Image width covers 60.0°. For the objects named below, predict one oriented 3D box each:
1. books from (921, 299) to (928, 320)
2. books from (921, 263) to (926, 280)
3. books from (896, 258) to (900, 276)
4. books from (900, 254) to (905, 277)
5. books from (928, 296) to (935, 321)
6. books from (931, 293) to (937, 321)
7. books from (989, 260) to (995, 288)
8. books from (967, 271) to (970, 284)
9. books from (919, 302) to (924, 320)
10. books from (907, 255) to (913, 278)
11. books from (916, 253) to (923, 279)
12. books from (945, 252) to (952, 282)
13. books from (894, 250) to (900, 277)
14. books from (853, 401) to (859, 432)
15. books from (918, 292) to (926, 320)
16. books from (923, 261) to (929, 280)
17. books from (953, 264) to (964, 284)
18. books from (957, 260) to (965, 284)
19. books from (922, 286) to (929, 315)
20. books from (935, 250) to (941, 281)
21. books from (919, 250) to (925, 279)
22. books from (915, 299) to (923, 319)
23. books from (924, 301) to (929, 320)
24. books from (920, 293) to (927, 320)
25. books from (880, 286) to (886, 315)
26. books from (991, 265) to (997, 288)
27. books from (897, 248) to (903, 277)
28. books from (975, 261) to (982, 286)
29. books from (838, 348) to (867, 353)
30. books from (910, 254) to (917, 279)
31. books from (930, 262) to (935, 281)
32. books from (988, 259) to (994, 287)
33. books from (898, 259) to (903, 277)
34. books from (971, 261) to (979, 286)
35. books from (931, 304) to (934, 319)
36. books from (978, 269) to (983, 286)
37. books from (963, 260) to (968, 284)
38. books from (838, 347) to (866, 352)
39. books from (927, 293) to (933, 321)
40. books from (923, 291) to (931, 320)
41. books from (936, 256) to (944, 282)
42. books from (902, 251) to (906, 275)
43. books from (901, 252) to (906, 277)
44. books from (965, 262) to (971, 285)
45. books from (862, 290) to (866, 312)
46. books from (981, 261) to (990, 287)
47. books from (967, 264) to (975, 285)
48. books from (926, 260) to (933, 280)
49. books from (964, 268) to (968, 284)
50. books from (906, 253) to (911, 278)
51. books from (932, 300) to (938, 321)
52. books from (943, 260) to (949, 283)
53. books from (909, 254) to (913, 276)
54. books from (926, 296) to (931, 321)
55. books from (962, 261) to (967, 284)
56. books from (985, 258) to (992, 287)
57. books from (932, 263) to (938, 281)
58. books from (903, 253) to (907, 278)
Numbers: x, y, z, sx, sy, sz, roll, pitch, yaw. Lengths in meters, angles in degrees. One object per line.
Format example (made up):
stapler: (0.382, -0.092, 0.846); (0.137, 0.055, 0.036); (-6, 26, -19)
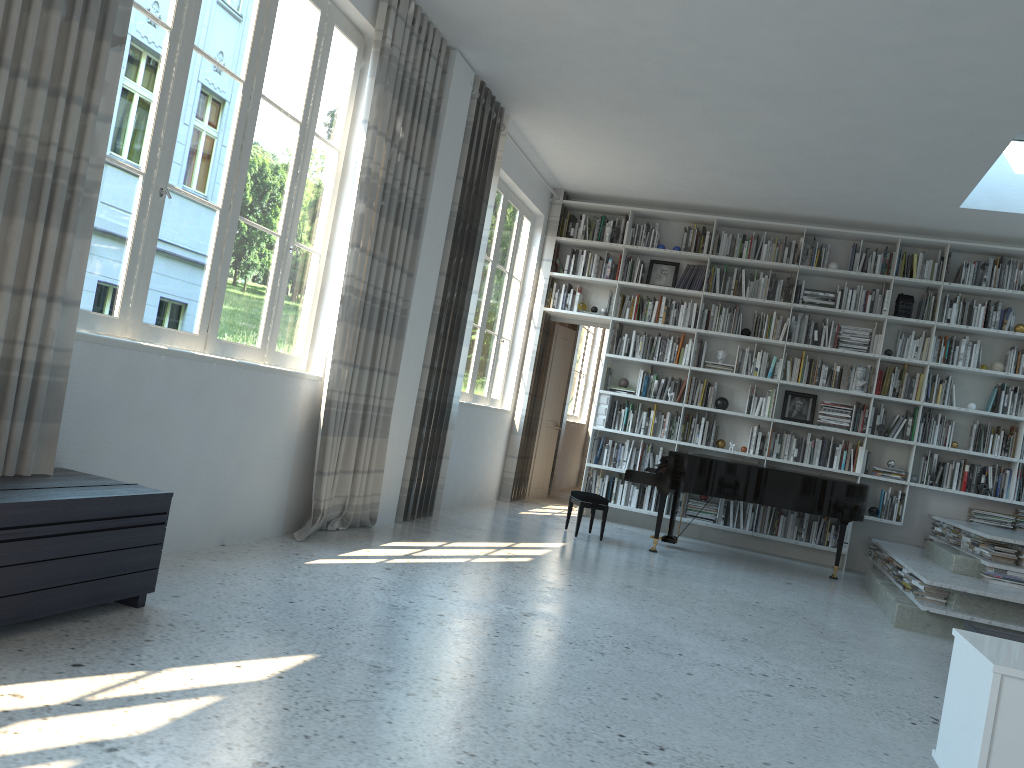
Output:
books: (3.821, -0.668, 8.247); (0.024, 0.217, 0.169); (10, -1, 16)
books: (3.814, -1.022, 8.256); (0.022, 0.180, 0.173); (10, -1, 16)
books: (3.616, -1.067, 8.342); (0.016, 0.204, 0.143); (10, -1, 16)
books: (3.641, -1.082, 8.298); (0.007, 0.239, 0.191); (10, -1, 16)
books: (3.868, -0.677, 8.207); (0.013, 0.248, 0.186); (10, -1, 16)
books: (3.905, -0.692, 8.233); (0.005, 0.292, 0.130); (10, -1, 16)
books: (4.378, -0.980, 8.117); (0.007, 0.285, 0.159); (10, -1, 16)
books: (4.189, -0.971, 8.177); (0.009, 0.205, 0.146); (10, -1, 16)
books: (3.800, -0.662, 8.264); (0.022, 0.199, 0.143); (10, -1, 16)
books: (3.705, -1.068, 8.287); (0.015, 0.233, 0.171); (10, -1, 16)
books: (3.794, -1.073, 8.287); (0.030, 0.274, 0.151); (10, -1, 16)
books: (4.016, -1.051, 8.196); (0.019, 0.304, 0.176); (10, -1, 16)
books: (3.605, -1.107, 8.325); (0.008, 0.278, 0.170); (10, -1, 16)
books: (3.234, 0.311, 8.365); (0.011, 0.299, 0.130); (10, -1, 16)
books: (3.790, -0.702, 8.228); (0.021, 0.272, 0.190); (10, -1, 16)
books: (3.838, -1.029, 8.251); (0.024, 0.201, 0.180); (10, -1, 16)
books: (4.104, -0.986, 8.170); (0.046, 0.206, 0.183); (10, -1, 16)
books: (4.135, -1.000, 8.169); (0.009, 0.244, 0.173); (10, -1, 16)
books: (3.827, -0.729, 8.250); (0.025, 0.339, 0.143); (10, -1, 16)
books: (3.948, -1.074, 8.250); (0.012, 0.329, 0.128); (10, -1, 16)
books: (3.810, -1.082, 8.265); (0.010, 0.297, 0.167); (10, -1, 16)
books: (3.787, -0.672, 8.261); (0.019, 0.213, 0.156); (10, -1, 16)
books: (3.842, -0.662, 8.238); (0.013, 0.210, 0.140); (10, -1, 16)
books: (3.809, -0.698, 8.237); (0.022, 0.272, 0.181); (10, -1, 16)
books: (3.486, -0.764, 8.361); (0.010, 0.299, 0.133); (10, -1, 16)
books: (4.380, -0.953, 8.095); (0.018, 0.231, 0.160); (10, -1, 16)
books: (3.630, -1.113, 8.323); (0.007, 0.298, 0.181); (10, -1, 16)
books: (4.261, -0.985, 8.144); (0.021, 0.256, 0.169); (10, -1, 16)
books: (3.213, -0.306, 8.390); (0.254, 0.012, 0.161); (10, -2, 12)
books: (3.747, -1.071, 8.278); (0.054, 0.254, 0.191); (10, -1, 16)
books: (3.896, -1.020, 8.251); (0.025, 0.203, 0.162); (10, -1, 16)
books: (4.364, -0.987, 8.127); (0.017, 0.295, 0.139); (10, -1, 16)
books: (3.634, -1.058, 8.325); (0.015, 0.192, 0.160); (10, -1, 16)
books: (4.236, -0.989, 8.149); (0.030, 0.255, 0.161); (10, -1, 16)
books: (3.890, -0.648, 8.246); (0.015, 0.200, 0.130); (10, -1, 16)
books: (4.285, -0.947, 8.153); (0.031, 0.190, 0.132); (10, -1, 16)
books: (4.161, -1.001, 8.181); (0.012, 0.255, 0.133); (10, -1, 16)
books: (3.216, -0.318, 8.393); (0.254, 0.012, 0.161); (9, -2, 19)
books: (3.871, -0.696, 8.251); (0.013, 0.289, 0.131); (10, -1, 16)
books: (3.831, -0.703, 8.224); (0.021, 0.288, 0.179); (10, -1, 16)
books: (3.952, -1.036, 8.213); (0.029, 0.253, 0.186); (10, -1, 16)
books: (3.664, -1.097, 8.320); (0.007, 0.279, 0.150); (10, -1, 16)
books: (3.653, -1.089, 8.311); (0.006, 0.259, 0.166); (10, -1, 16)
books: (4.173, -0.987, 8.153); (0.013, 0.229, 0.174); (10, -1, 16)
books: (3.325, -0.761, 8.401); (0.011, 0.239, 0.139); (10, -1, 16)
books: (4.307, -0.979, 8.106); (0.028, 0.258, 0.185); (10, -1, 16)
books: (4.206, -0.979, 8.157); (0.028, 0.226, 0.163); (10, -1, 16)
books: (3.865, -1.030, 8.240); (0.031, 0.213, 0.169); (10, -1, 16)
books: (4.163, -0.965, 8.168); (0.009, 0.183, 0.160); (10, -1, 16)
books: (3.702, -1.082, 8.307); (0.008, 0.262, 0.142); (10, -1, 16)
books: (3.895, -0.655, 8.198); (0.008, 0.213, 0.224); (10, -1, 16)
books: (3.992, -1.017, 8.209); (0.033, 0.229, 0.175); (10, -1, 16)
books: (3.727, -1.078, 8.318); (0.007, 0.264, 0.133); (10, -1, 16)
books: (3.852, -0.683, 8.226); (0.005, 0.255, 0.159); (10, -1, 16)
books: (4.147, -0.998, 8.175); (0.011, 0.244, 0.172); (10, -1, 16)
books: (4.341, -0.990, 8.121); (0.024, 0.292, 0.167); (10, -1, 16)
books: (3.915, -1.012, 8.238); (0.022, 0.194, 0.182); (10, -1, 16)
books: (3.679, -1.086, 8.305); (0.034, 0.261, 0.157); (10, -1, 16)
